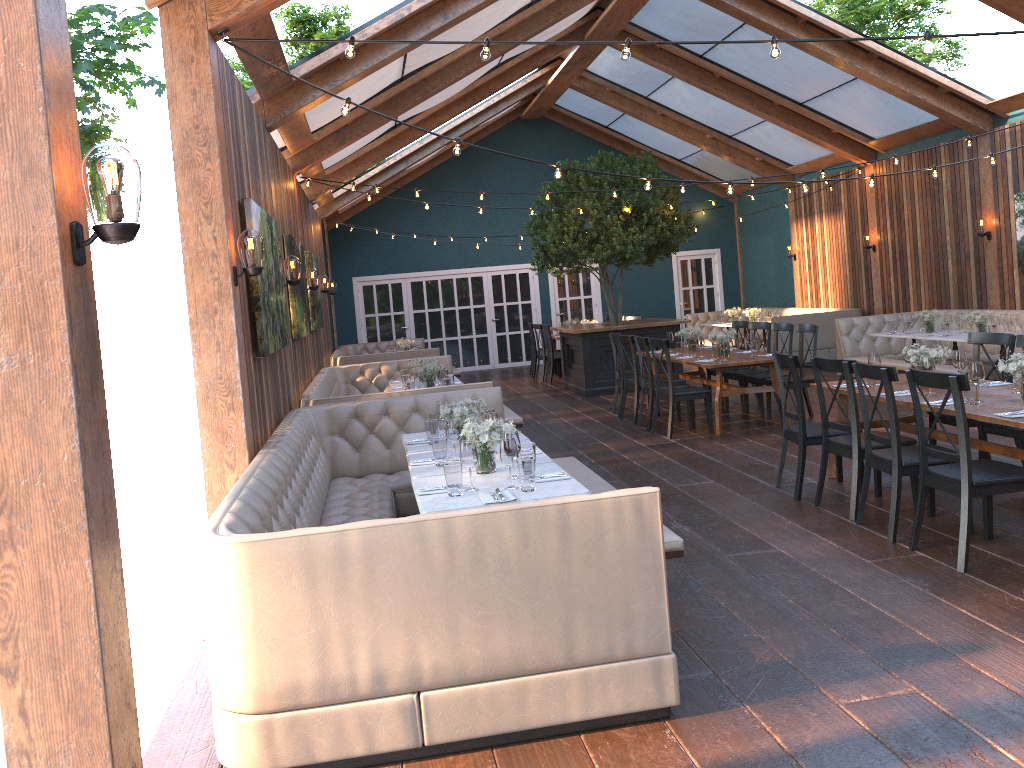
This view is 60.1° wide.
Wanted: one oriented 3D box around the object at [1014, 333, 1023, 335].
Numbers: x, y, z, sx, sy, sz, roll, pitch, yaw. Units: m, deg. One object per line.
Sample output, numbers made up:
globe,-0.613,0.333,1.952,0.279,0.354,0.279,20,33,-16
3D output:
object,5.721,-0.563,9.928,0.255,0.019,0.158,-6,6,-9

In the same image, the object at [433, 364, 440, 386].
object,-0.838,-0.109,9.749,0.092,0.244,0.092,-3,3,39

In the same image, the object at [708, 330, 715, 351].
object,2.373,-0.512,10.505,0.092,0.244,0.092,-5,3,-11

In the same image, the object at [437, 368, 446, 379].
object,-0.713,-0.042,9.008,0.092,0.244,0.092,-3,3,39

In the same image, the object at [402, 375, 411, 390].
object,-1.132,-0.017,9.515,0.092,0.158,0.092,-6,3,-22

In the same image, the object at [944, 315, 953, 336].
object,5.223,-0.702,10.580,0.092,0.244,0.092,-3,3,39

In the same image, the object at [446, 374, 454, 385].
object,-0.634,-0.014,9.087,0.092,0.158,0.092,-6,3,-22

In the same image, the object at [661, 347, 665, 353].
object,1.853,-0.457,10.794,0.092,0.158,0.092,-4,3,8

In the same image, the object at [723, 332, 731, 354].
object,2.425,-0.464,9.977,0.092,0.244,0.093,-3,3,34

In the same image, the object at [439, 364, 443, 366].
object,-0.868,-0.154,10.621,0.092,0.158,0.092,-6,3,-22

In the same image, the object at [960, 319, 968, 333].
object,5.523,-0.708,10.816,0.092,0.158,0.092,-6,3,-22

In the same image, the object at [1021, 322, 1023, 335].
object,5.630,-0.600,9.685,0.091,0.158,0.092,-3,3,28

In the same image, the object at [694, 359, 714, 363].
object,2.051,-0.248,9.298,0.255,0.019,0.158,-6,6,-9

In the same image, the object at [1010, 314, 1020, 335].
object,5.549,-0.644,9.760,0.092,0.244,0.092,-3,3,39

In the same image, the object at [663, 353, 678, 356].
object,1.892,-0.347,10.380,0.255,0.019,0.158,-6,6,-9

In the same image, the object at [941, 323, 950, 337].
object,5.151,-0.645,10.503,0.092,0.158,0.092,-6,3,-22

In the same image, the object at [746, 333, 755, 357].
object,2.546,-0.415,9.419,0.092,0.244,0.092,-4,3,17

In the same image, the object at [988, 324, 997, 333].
object,5.280,-0.574,9.717,0.092,0.158,0.092,-6,3,-22

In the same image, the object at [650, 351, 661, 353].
object,1.778,-0.400,10.974,0.255,0.019,0.158,-6,6,-9

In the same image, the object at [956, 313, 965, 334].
object,5.443,-0.736,10.736,0.092,0.244,0.092,-3,3,39

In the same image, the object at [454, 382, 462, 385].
object,-0.673,-0.003,9.681,0.255,0.019,0.158,-6,6,-9

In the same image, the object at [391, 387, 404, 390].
object,-1.195,0.042,9.675,0.255,0.019,0.158,-6,6,-9

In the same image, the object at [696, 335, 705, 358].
object,2.093,-0.417,9.804,0.092,0.244,0.092,-5,3,-6

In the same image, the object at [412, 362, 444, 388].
object,-0.867,-0.085,9.226,0.336,0.308,0.330,-4,4,8

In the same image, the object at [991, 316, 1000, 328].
object,5.353,-0.631,9.794,0.092,0.244,0.092,-5,3,-6

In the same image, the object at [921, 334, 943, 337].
object,5.083,-0.585,10.655,0.255,0.019,0.158,-6,6,-9

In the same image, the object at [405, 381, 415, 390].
object,-1.002,0.054,8.723,0.092,0.158,0.092,-6,3,-22

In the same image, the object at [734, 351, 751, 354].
object,2.609,-0.359,9.911,0.255,0.019,0.158,-6,6,-9

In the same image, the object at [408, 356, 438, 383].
object,-1.020,-0.170,10.173,0.336,0.308,0.330,-5,4,3

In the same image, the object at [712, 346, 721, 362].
object,2.110,-0.305,9.121,0.091,0.158,0.092,-3,3,28

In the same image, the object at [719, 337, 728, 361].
object,2.210,-0.367,9.225,0.092,0.244,0.092,-5,3,-6

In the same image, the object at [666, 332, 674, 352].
object,1.943,-0.518,10.889,0.092,0.244,0.092,-3,3,39

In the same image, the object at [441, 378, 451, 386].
object,-0.645,0.027,8.698,0.091,0.158,0.092,-3,3,28

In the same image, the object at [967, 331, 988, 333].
object,5.602,-0.630,10.669,0.255,0.019,0.158,-6,6,-9

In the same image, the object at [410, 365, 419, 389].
object,-1.055,-0.076,9.602,0.092,0.244,0.092,-3,3,39

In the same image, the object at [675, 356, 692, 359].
object,1.961,-0.301,9.873,0.255,0.019,0.158,-6,6,-9

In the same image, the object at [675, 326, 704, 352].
object,2.159,-0.548,10.692,0.336,0.308,0.330,-6,4,-13

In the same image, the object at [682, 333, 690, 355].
object,2.028,-0.464,10.302,0.092,0.244,0.092,-5,3,-11

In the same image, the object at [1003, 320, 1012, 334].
object,5.642,-0.641,10.075,0.092,0.158,0.092,-6,3,-22

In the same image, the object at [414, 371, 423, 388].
object,-0.927,-0.005,8.817,0.092,0.244,0.092,-5,3,-6

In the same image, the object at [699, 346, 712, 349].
object,2.428,-0.458,11.015,0.255,0.019,0.158,-6,6,-9

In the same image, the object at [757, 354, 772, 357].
object,2.701,-0.306,9.332,0.255,0.019,0.158,-6,6,-9

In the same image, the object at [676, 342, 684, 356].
object,1.947,-0.405,10.213,0.092,0.158,0.092,-5,3,-2

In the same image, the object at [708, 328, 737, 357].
object,2.296,-0.451,9.653,0.328,0.308,0.338,-3,5,28

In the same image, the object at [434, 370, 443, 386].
object,-0.727,-0.017,8.773,0.092,0.244,0.092,-3,3,39

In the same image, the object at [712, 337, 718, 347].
object,2.435,-0.489,10.591,0.091,0.158,0.092,-4,3,18

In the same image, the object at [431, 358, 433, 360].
object,-0.972,-0.181,10.551,0.092,0.244,0.092,-3,3,39

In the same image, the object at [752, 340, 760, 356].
object,2.615,-0.386,9.493,0.091,0.158,0.092,-3,3,28

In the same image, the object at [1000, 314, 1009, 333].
object,5.562,-0.669,9.995,0.092,0.244,0.092,-3,3,39

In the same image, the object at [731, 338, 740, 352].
object,2.546,-0.439,10.067,0.092,0.158,0.091,-8,4,-42

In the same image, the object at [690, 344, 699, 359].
object,2.005,-0.356,9.695,0.091,0.158,0.092,-4,3,18

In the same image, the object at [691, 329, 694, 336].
object,2.243,-0.564,11.092,0.092,0.244,0.092,-6,3,-28

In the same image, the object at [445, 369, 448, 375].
object,-0.753,-0.082,9.835,0.092,0.158,0.092,-6,3,-22
